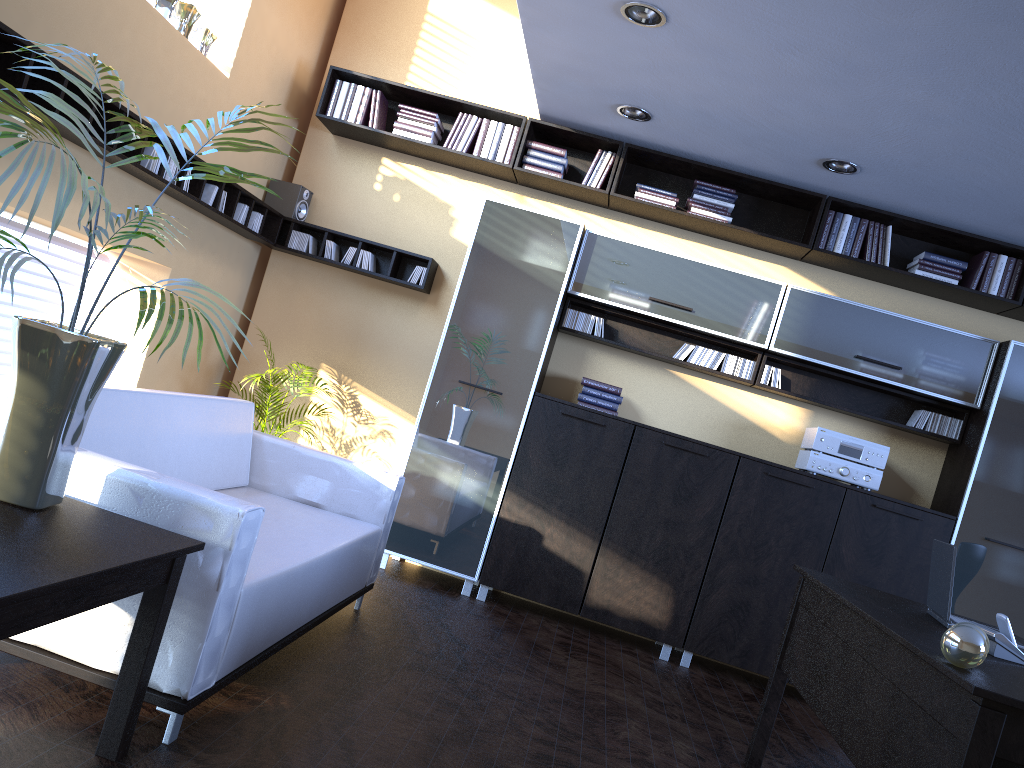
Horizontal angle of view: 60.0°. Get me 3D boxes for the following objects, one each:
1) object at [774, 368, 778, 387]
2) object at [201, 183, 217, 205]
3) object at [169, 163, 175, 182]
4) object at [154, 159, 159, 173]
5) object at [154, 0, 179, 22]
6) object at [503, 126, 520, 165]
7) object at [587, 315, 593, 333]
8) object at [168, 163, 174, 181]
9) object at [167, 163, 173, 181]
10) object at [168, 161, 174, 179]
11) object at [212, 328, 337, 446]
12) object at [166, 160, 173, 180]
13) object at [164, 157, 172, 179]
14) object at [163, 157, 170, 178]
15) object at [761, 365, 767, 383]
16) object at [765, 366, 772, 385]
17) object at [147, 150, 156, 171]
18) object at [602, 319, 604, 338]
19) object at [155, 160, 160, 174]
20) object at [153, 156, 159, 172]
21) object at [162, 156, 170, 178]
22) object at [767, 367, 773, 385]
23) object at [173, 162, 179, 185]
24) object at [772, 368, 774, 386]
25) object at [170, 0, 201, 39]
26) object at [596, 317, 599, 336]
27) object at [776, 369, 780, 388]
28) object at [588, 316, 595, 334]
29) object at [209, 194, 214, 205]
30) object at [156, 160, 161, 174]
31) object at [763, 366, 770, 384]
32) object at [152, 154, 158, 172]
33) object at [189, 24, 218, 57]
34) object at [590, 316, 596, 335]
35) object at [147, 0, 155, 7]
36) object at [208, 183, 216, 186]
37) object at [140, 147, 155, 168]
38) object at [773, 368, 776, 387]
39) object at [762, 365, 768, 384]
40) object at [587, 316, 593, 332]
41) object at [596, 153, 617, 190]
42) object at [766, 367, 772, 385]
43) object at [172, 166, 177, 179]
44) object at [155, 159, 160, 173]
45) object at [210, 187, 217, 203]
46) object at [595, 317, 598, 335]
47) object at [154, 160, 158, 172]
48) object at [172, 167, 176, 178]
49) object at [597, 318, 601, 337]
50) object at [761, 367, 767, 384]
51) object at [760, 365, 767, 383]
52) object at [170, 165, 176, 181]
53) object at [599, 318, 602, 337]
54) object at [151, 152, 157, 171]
[{"bbox_3d":[1.658,-0.035,5.606,0.030,0.120,0.142,17,-1,7],"label":"object"},{"bbox_3d":[-1.734,-1.068,4.936,0.142,0.118,0.040,17,0,6],"label":"object"},{"bbox_3d":[-1.780,-1.096,4.478,0.142,0.120,0.009,17,0,6],"label":"object"},{"bbox_3d":[-1.802,-1.106,4.342,0.142,0.120,0.009,17,0,6],"label":"object"},{"bbox_3d":[-1.748,-1.898,4.443,0.137,0.173,0.144,17,-1,-33],"label":"object"},{"bbox_3d":[0.009,-1.507,5.743,0.050,0.258,0.208,17,-1,6],"label":"object"},{"bbox_3d":[0.505,-0.377,5.733,0.006,0.118,0.140,17,-1,6],"label":"object"},{"bbox_3d":[-1.780,-1.096,4.468,0.140,0.118,0.006,17,0,6],"label":"object"},{"bbox_3d":[-1.780,-1.096,4.458,0.140,0.118,0.006,17,0,6],"label":"object"},{"bbox_3d":[-1.782,-1.096,4.468,0.142,0.120,0.009,17,0,6],"label":"object"},{"bbox_3d":[-1.507,0.301,5.566,0.686,1.240,0.844,16,-1,40],"label":"object"},{"bbox_3d":[-1.780,-1.096,4.447,0.142,0.120,0.009,17,0,6],"label":"object"},{"bbox_3d":[-1.782,-1.097,4.437,0.142,0.120,0.009,17,0,6],"label":"object"},{"bbox_3d":[-1.789,-1.099,4.428,0.140,0.118,0.006,17,0,6],"label":"object"},{"bbox_3d":[1.580,-0.058,5.610,0.006,0.118,0.140,17,-1,6],"label":"object"},{"bbox_3d":[1.609,-0.049,5.612,0.009,0.120,0.142,17,-1,7],"label":"object"},{"bbox_3d":[-1.799,-1.106,4.290,0.142,0.120,0.009,17,0,6],"label":"object"},{"bbox_3d":[0.587,-0.351,5.725,0.040,0.118,0.142,17,-1,6],"label":"object"},{"bbox_3d":[-1.796,-1.104,4.351,0.140,0.118,0.006,17,0,6],"label":"object"},{"bbox_3d":[-1.796,-1.105,4.321,0.142,0.120,0.009,17,0,6],"label":"object"},{"bbox_3d":[-1.792,-1.100,4.427,0.142,0.120,0.009,17,0,6],"label":"object"},{"bbox_3d":[1.619,-0.046,5.610,0.006,0.118,0.140,17,-1,7],"label":"object"},{"bbox_3d":[-1.777,-1.092,4.533,0.142,0.118,0.040,17,0,6],"label":"object"},{"bbox_3d":[1.639,-0.040,5.611,0.026,0.117,0.140,17,-1,7],"label":"object"},{"bbox_3d":[-1.727,-1.887,4.620,0.137,0.173,0.144,17,-1,-3],"label":"object"},{"bbox_3d":[0.553,-0.362,5.729,0.030,0.120,0.142,17,-1,6],"label":"object"},{"bbox_3d":[1.668,-0.031,5.609,0.030,0.120,0.142,17,-1,7],"label":"object"},{"bbox_3d":[0.514,-0.374,5.732,0.009,0.120,0.142,17,-1,7],"label":"object"},{"bbox_3d":[-1.735,-1.069,4.951,0.140,0.117,0.026,17,0,6],"label":"object"},{"bbox_3d":[-1.795,-1.103,4.361,0.140,0.118,0.006,17,0,6],"label":"object"},{"bbox_3d":[1.599,-0.053,5.608,0.009,0.120,0.142,17,-1,7],"label":"object"},{"bbox_3d":[-1.797,-1.105,4.311,0.142,0.120,0.009,17,0,6],"label":"object"},{"bbox_3d":[-1.707,-1.862,4.847,0.117,0.149,0.124,17,-1,7],"label":"object"},{"bbox_3d":[0.524,-0.371,5.735,0.009,0.120,0.142,17,-1,7],"label":"object"},{"bbox_3d":[-1.766,-1.901,4.264,0.125,0.160,0.133,16,-1,27],"label":"object"},{"bbox_3d":[-1.736,-1.068,4.937,0.142,0.122,0.041,17,0,6],"label":"object"},{"bbox_3d":[-1.804,-1.107,4.266,0.142,0.118,0.040,17,0,6],"label":"object"},{"bbox_3d":[1.648,-0.037,5.607,0.030,0.120,0.142,17,-1,7],"label":"object"},{"bbox_3d":[1.590,-0.055,5.611,0.006,0.118,0.140,17,-1,6],"label":"object"},{"bbox_3d":[0.505,-0.377,5.735,0.009,0.120,0.142,17,-1,6],"label":"object"},{"bbox_3d":[0.603,-1.330,5.681,0.075,0.259,0.208,17,-1,6],"label":"object"},{"bbox_3d":[1.618,-0.047,5.611,0.009,0.120,0.142,17,-1,6],"label":"object"},{"bbox_3d":[-1.781,-1.095,4.510,0.140,0.118,0.006,17,0,6],"label":"object"},{"bbox_3d":[-1.797,-1.104,4.352,0.142,0.120,0.009,17,0,6],"label":"object"},{"bbox_3d":[-1.736,-1.069,4.952,0.142,0.120,0.030,17,0,6],"label":"object"},{"bbox_3d":[0.544,-0.365,5.729,0.026,0.117,0.140,17,-1,7],"label":"object"},{"bbox_3d":[-1.797,-1.104,4.331,0.140,0.118,0.006,17,0,6],"label":"object"},{"bbox_3d":[-1.784,-1.096,4.509,0.142,0.120,0.009,17,0,6],"label":"object"},{"bbox_3d":[0.564,-0.359,5.732,0.030,0.120,0.142,17,-1,7],"label":"object"},{"bbox_3d":[1.589,-0.055,5.614,0.009,0.120,0.142,17,-1,7],"label":"object"},{"bbox_3d":[1.580,-0.058,5.614,0.009,0.120,0.142,17,-1,7],"label":"object"},{"bbox_3d":[-1.778,-1.095,4.488,0.142,0.120,0.009,17,0,6],"label":"object"},{"bbox_3d":[0.573,-0.357,5.724,0.030,0.120,0.142,17,-1,7],"label":"object"},{"bbox_3d":[-1.798,-1.106,4.300,0.142,0.120,0.009,17,0,6],"label":"object"}]
